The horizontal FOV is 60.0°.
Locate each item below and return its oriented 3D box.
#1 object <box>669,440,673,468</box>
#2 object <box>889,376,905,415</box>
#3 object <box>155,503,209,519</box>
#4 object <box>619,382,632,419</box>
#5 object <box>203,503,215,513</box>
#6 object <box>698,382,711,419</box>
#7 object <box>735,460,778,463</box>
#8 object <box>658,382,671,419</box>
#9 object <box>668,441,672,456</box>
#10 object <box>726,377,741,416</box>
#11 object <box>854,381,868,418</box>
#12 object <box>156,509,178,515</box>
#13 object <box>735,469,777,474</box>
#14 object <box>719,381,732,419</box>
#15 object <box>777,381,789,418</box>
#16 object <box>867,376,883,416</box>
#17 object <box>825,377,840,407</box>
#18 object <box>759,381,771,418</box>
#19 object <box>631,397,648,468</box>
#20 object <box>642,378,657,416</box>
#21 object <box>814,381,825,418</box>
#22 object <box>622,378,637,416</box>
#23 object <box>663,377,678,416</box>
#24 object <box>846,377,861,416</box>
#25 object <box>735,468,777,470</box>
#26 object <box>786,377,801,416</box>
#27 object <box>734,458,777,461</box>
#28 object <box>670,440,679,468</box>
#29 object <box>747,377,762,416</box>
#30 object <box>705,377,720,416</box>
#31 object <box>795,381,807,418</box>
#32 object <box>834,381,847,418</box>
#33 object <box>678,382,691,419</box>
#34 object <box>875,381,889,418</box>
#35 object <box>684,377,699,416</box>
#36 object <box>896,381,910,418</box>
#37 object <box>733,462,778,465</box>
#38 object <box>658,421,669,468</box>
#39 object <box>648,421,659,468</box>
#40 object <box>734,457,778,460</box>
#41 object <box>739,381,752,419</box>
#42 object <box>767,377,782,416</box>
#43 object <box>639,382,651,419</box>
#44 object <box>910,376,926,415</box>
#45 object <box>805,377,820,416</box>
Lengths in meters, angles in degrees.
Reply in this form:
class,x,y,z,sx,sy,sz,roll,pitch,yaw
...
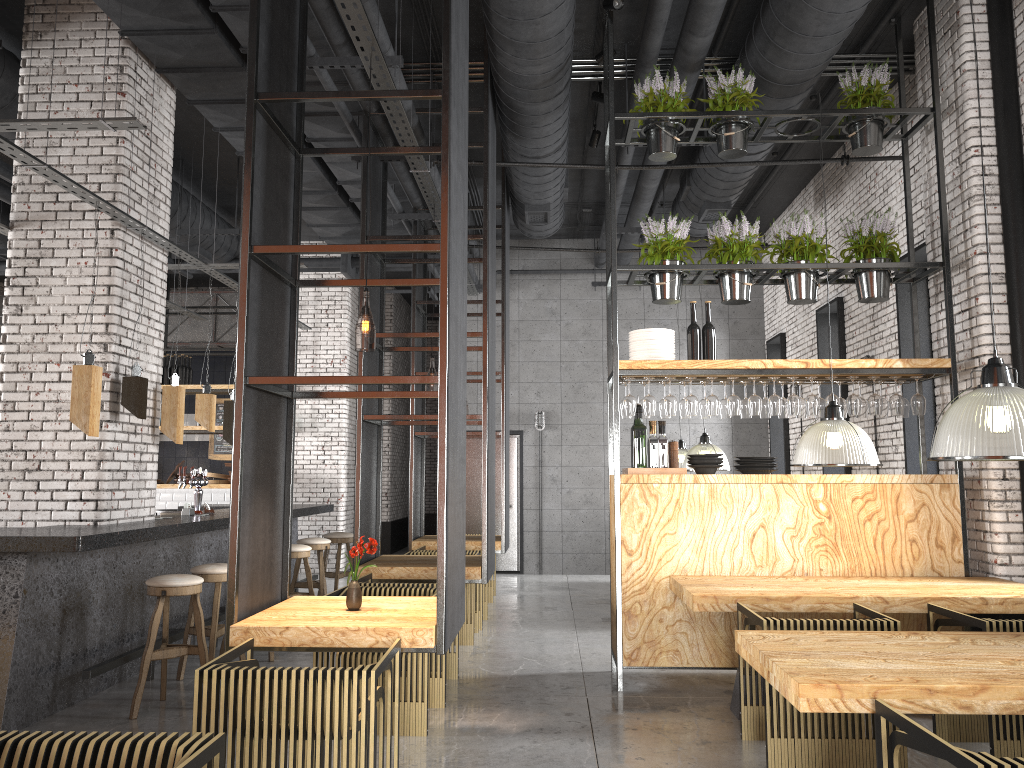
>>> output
class,x,y,z,sx,sy,sz,roll,pitch,yaw
object,1.159,0.529,6.386,0.056,0.249,0.056,1,-7,-5
object,2.685,0.084,6.194,0.101,0.268,0.101,-5,-8,33
object,-2.734,1.043,7.323,0.200,0.106,0.765,0,-6,2
object,0.844,0.122,6.558,0.101,0.268,0.101,-6,-9,39
object,-2.784,1.137,8.145,0.091,0.091,0.177,3,-7,-22
object,1.424,0.119,6.533,0.101,0.268,0.101,-6,-9,39
object,1.735,0.562,6.311,0.306,0.037,0.305,0,-6,4
object,1.130,0.120,6.546,0.101,0.268,0.101,-6,-9,39
object,1.163,0.538,6.472,0.056,0.249,0.056,1,-7,-5
object,1.559,0.089,6.243,0.101,0.268,0.101,-6,-9,39
object,2.550,0.114,6.484,0.101,0.268,0.101,-5,-8,33
object,-3.936,1.971,10.210,0.399,1.038,0.397,-5,-9,37
object,1.735,0.626,6.303,0.305,0.035,0.305,-5,-8,40
object,1.572,0.118,6.526,0.101,0.268,0.101,-6,-9,39
object,1.989,0.117,6.508,0.101,0.268,0.101,-6,-9,39
object,2.538,0.084,6.201,0.101,0.268,0.101,-5,-8,33
object,2.243,0.086,6.213,0.101,0.268,0.101,-6,-9,39
object,1.858,0.117,6.514,0.101,0.268,0.101,-6,-9,39
object,0.905,0.354,6.327,0.106,0.555,0.156,0,-7,2
object,0.970,0.091,6.268,0.101,0.268,0.101,-6,-9,39
object,2.256,0.115,6.497,0.101,0.268,0.101,-6,-9,39
object,0.832,0.092,6.274,0.101,0.268,0.101,-6,-9,39
object,1.117,0.091,6.262,0.101,0.268,0.101,-6,-9,39
object,2.390,0.085,6.207,0.101,0.268,0.101,-5,-8,33
object,1.734,0.615,6.304,0.305,0.041,0.305,-2,-6,20
object,1.977,0.087,6.225,0.101,0.268,0.101,-6,-9,39
object,1.734,0.551,6.314,0.305,0.049,0.305,-3,-7,27
object,1.156,0.520,6.300,0.056,0.249,0.056,1,-7,-5
object,1.706,0.088,6.236,0.101,0.268,0.101,-6,-9,39
object,1.412,0.089,6.249,0.101,0.268,0.101,-6,-9,39
object,2.117,0.116,6.503,0.101,0.268,0.101,-6,-9,39
object,2.403,0.115,6.491,0.101,0.268,0.101,-5,-8,33
object,1.277,0.120,6.539,0.101,0.268,0.101,-6,-9,39
object,2.697,0.113,6.478,0.101,0.268,0.101,-5,-8,33
object,1.265,0.090,6.255,0.101,0.268,0.101,-6,-9,39
object,2.845,0.113,6.472,0.101,0.268,0.101,-5,-8,33
object,1.735,0.577,6.309,0.305,0.042,0.305,5,-8,-40
object,1.074,0.447,6.322,0.070,0.369,0.107,0,-7,2
object,1.008,0.448,6.324,0.070,0.369,0.107,0,-7,2
object,1.735,0.537,6.316,0.306,0.039,0.305,2,-6,-15
object,1.719,0.118,6.520,0.101,0.268,0.101,-6,-9,39
object,1.846,0.087,6.230,0.101,0.268,0.101,-6,-9,39
object,0.982,0.121,6.552,0.101,0.268,0.101,-6,-9,39
object,2.832,0.083,6.188,0.101,0.268,0.101,-5,-8,33
object,2.105,0.086,6.219,0.101,0.268,0.101,-6,-9,39
